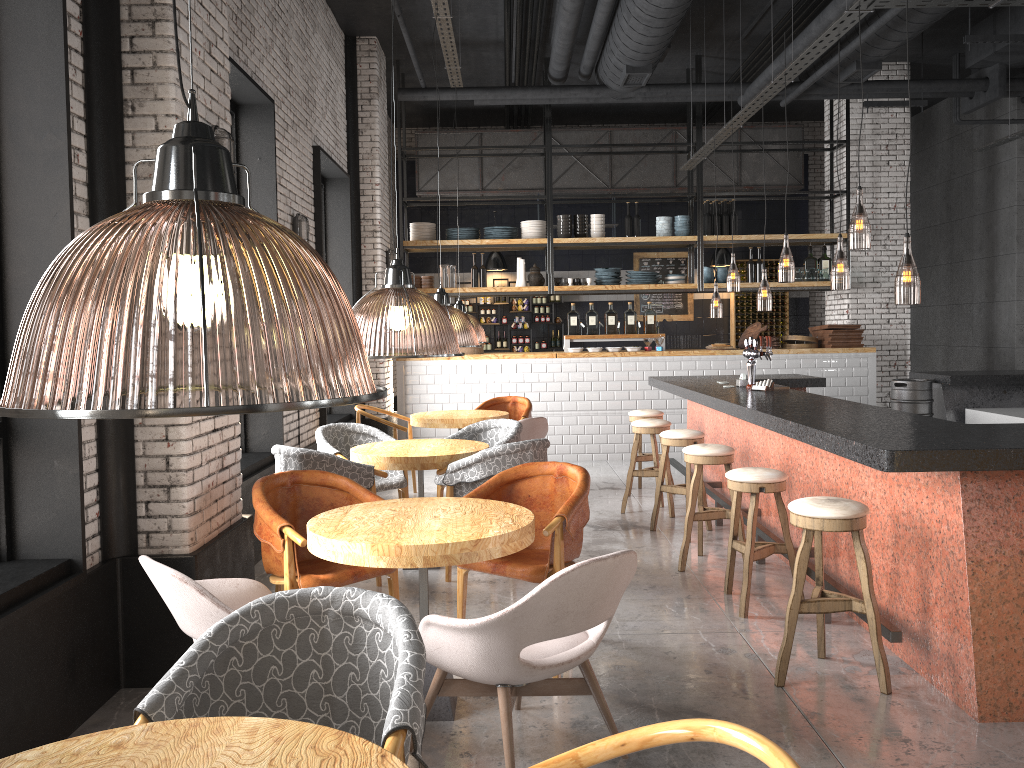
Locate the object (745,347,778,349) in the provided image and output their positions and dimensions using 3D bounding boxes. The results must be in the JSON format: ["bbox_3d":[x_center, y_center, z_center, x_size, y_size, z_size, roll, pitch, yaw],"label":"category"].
[{"bbox_3d":[3.171,-0.454,11.152,0.458,0.019,0.407,1,4,35],"label":"object"}]

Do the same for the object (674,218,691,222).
[{"bbox_3d":[2.204,-2.086,11.438,0.218,0.096,0.219,-2,3,-16],"label":"object"}]

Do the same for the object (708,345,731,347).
[{"bbox_3d":[2.592,-0.484,11.113,0.230,0.016,0.557,-1,3,6],"label":"object"}]

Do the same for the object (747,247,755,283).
[{"bbox_3d":[3.099,-1.534,11.502,0.098,0.471,0.098,-1,2,-12],"label":"object"}]

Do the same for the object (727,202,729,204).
[{"bbox_3d":[2.831,-2.356,11.603,0.046,0.031,0.046,-1,3,-8],"label":"object"}]

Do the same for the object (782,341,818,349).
[{"bbox_3d":[3.606,-0.499,11.111,0.437,0.097,0.437,0,4,24],"label":"object"}]

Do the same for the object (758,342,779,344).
[{"bbox_3d":[3.132,-0.517,11.135,0.407,0.019,0.458,0,3,13],"label":"object"}]

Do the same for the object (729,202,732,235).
[{"bbox_3d":[2.835,-2.123,11.477,0.098,0.458,0.098,-2,2,-23],"label":"object"}]

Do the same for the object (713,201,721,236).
[{"bbox_3d":[2.616,-2.111,11.340,0.098,0.458,0.098,0,2,22],"label":"object"}]

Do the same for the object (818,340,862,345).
[{"bbox_3d":[4.062,-0.524,11.101,0.405,0.044,0.636,-1,3,2],"label":"object"}]

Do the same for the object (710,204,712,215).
[{"bbox_3d":[2.615,-2.127,11.611,0.098,0.458,0.098,0,2,22],"label":"object"}]

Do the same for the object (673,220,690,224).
[{"bbox_3d":[2.195,-2.053,11.441,0.218,0.092,0.219,2,4,40],"label":"object"}]

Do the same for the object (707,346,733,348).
[{"bbox_3d":[2.583,-0.470,11.112,0.214,0.013,0.521,-1,3,-4],"label":"object"}]

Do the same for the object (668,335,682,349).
[{"bbox_3d":[2.034,-0.522,11.069,0.181,0.168,0.170,-1,3,10],"label":"object"}]

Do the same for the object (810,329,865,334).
[{"bbox_3d":[4.059,-0.656,11.096,0.405,0.044,0.636,-1,3,-7],"label":"object"}]

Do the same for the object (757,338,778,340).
[{"bbox_3d":[3.168,-0.566,11.148,0.458,0.019,0.407,1,4,33],"label":"object"}]

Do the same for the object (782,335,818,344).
[{"bbox_3d":[3.608,-0.566,11.112,0.440,0.154,0.437,-4,4,-43],"label":"object"}]

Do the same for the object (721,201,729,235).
[{"bbox_3d":[2.728,-2.113,11.341,0.098,0.458,0.098,-2,2,-23],"label":"object"}]

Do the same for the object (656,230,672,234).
[{"bbox_3d":[1.968,-1.950,11.465,0.210,0.069,0.210,-3,4,-34],"label":"object"}]

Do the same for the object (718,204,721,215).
[{"bbox_3d":[2.727,-2.129,11.611,0.098,0.458,0.098,-2,2,-23],"label":"object"}]

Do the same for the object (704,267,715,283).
[{"bbox_3d":[2.557,-1.403,11.487,0.198,0.230,0.166,-1,3,6],"label":"object"}]

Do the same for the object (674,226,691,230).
[{"bbox_3d":[2.195,-1.989,11.439,0.218,0.092,0.219,-2,3,-10],"label":"object"}]

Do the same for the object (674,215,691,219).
[{"bbox_3d":[2.198,-2.117,11.439,0.218,0.091,0.218,0,3,17],"label":"object"}]

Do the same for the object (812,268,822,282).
[{"bbox_3d":[3.901,-1.396,11.355,0.118,0.180,0.118,-2,3,-24],"label":"object"}]

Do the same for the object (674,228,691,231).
[{"bbox_3d":[2.204,-1.958,11.442,0.218,0.092,0.219,-2,3,-17],"label":"object"}]

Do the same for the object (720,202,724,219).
[{"bbox_3d":[2.728,-2.121,11.476,0.098,0.458,0.098,-2,2,-23],"label":"object"}]

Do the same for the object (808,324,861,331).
[{"bbox_3d":[4.007,-0.697,11.031,0.406,0.094,0.637,-1,3,-3],"label":"object"}]

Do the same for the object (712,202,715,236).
[{"bbox_3d":[2.616,-2.119,11.476,0.098,0.458,0.098,0,2,22],"label":"object"}]

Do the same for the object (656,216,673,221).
[{"bbox_3d":[1.968,-2.123,11.457,0.210,0.074,0.210,-1,3,5],"label":"object"}]

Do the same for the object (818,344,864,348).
[{"bbox_3d":[4.063,-0.479,11.103,0.405,0.044,0.636,-1,3,-5],"label":"object"}]

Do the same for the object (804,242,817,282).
[{"bbox_3d":[3.878,-1.586,11.521,0.157,0.553,0.106,-1,2,4],"label":"object"}]

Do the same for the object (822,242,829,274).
[{"bbox_3d":[4.066,-1.592,11.532,0.140,0.550,0.097,-1,2,4],"label":"object"}]

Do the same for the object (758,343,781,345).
[{"bbox_3d":[3.158,-0.502,11.150,0.458,0.019,0.407,-3,4,-32],"label":"object"}]

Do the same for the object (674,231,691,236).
[{"bbox_3d":[2.200,-1.924,11.442,0.219,0.085,0.219,-3,4,-31],"label":"object"}]

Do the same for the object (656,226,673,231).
[{"bbox_3d":[1.970,-1.994,11.467,0.210,0.074,0.210,-3,4,-25],"label":"object"}]

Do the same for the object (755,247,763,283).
[{"bbox_3d":[3.207,-1.536,11.503,0.098,0.471,0.098,-1,2,7],"label":"object"}]

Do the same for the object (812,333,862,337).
[{"bbox_3d":[4.060,-0.612,11.098,0.405,0.044,0.636,-1,3,0],"label":"object"}]

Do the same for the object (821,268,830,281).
[{"bbox_3d":[4.022,-1.399,11.373,0.118,0.180,0.118,-2,3,-17],"label":"object"}]

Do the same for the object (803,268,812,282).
[{"bbox_3d":[3.780,-1.393,11.340,0.118,0.180,0.118,1,3,33],"label":"object"}]

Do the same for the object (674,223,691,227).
[{"bbox_3d":[2.195,-2.021,11.441,0.218,0.092,0.219,1,4,36],"label":"object"}]

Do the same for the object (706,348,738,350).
[{"bbox_3d":[2.636,-0.440,11.073,0.407,0.019,0.458,2,4,41],"label":"object"}]

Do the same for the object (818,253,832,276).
[{"bbox_3d":[4.067,-1.517,11.539,0.157,0.405,0.106,-1,2,4],"label":"object"}]

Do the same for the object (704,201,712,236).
[{"bbox_3d":[2.509,-2.109,11.340,0.098,0.458,0.098,0,2,22],"label":"object"}]

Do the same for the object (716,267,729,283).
[{"bbox_3d":[2.734,-1.405,11.475,0.166,0.230,0.198,-2,3,-30],"label":"object"}]

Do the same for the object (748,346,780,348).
[{"bbox_3d":[3.187,-0.470,11.144,0.407,0.019,0.458,-3,4,-28],"label":"object"}]

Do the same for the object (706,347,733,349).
[{"bbox_3d":[2.590,-0.458,11.118,0.276,0.019,0.514,-1,3,5],"label":"object"}]

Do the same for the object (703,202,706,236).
[{"bbox_3d":[2.508,-2.117,11.475,0.098,0.458,0.098,0,2,22],"label":"object"}]

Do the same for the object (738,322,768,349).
[{"bbox_3d":[2.985,-0.601,11.037,0.242,0.338,0.488,-2,3,-14],"label":"object"}]

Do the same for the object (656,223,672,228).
[{"bbox_3d":[1.964,-2.037,11.461,0.210,0.078,0.210,0,3,22],"label":"object"}]

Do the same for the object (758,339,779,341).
[{"bbox_3d":[3.174,-0.550,11.147,0.458,0.019,0.407,2,4,42],"label":"object"}]

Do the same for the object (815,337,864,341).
[{"bbox_3d":[4.061,-0.568,11.100,0.405,0.044,0.636,-1,3,-4],"label":"object"}]

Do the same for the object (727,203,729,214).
[{"bbox_3d":[2.835,-2.131,11.612,0.098,0.458,0.098,-2,2,-23],"label":"object"}]

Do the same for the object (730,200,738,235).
[{"bbox_3d":[2.836,-2.115,11.341,0.098,0.458,0.098,-2,2,-23],"label":"object"}]

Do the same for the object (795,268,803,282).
[{"bbox_3d":[3.657,-1.391,11.349,0.118,0.180,0.118,-3,3,-41],"label":"object"}]
